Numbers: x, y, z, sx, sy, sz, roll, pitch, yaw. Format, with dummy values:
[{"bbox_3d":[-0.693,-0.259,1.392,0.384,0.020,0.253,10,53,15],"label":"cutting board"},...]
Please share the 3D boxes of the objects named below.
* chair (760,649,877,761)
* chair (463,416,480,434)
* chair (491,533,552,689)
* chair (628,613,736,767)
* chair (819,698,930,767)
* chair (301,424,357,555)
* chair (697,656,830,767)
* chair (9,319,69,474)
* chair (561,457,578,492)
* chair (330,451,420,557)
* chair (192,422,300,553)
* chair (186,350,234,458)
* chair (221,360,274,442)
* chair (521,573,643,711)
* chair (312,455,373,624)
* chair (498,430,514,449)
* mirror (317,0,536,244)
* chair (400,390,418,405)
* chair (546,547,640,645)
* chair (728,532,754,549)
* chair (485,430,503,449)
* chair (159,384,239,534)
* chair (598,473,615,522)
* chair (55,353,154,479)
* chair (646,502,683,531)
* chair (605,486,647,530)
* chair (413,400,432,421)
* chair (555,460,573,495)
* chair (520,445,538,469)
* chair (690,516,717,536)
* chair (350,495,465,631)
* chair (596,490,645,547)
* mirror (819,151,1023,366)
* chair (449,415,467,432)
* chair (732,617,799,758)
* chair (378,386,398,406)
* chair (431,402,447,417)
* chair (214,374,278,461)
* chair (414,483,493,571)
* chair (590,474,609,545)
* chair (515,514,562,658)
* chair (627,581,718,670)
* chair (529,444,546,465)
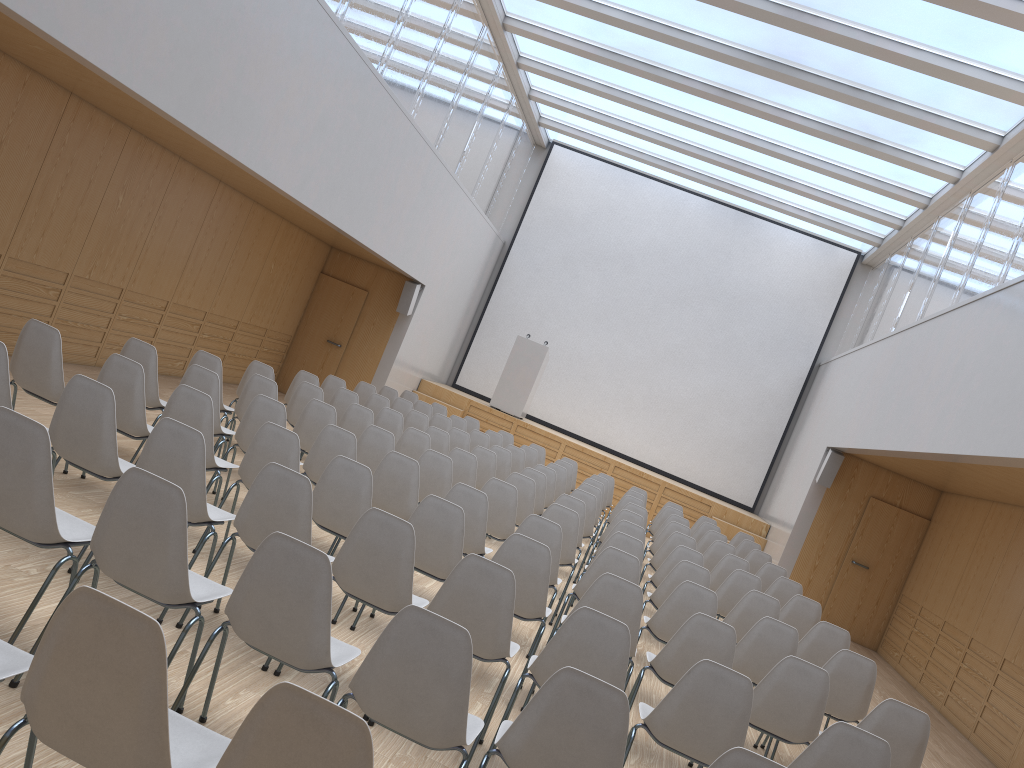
[{"bbox_3d":[2.001,2.075,5.672,0.478,0.876,0.506,23,0,9],"label":"chair"},{"bbox_3d":[-0.697,0.915,13.190,0.478,0.876,0.506,23,0,9],"label":"chair"},{"bbox_3d":[-0.018,1.246,4.974,0.478,0.876,0.506,23,0,9],"label":"chair"},{"bbox_3d":[0.935,1.640,4.850,0.478,0.876,0.506,23,0,9],"label":"chair"},{"bbox_3d":[1.848,2.018,4.657,0.478,0.876,0.506,23,0,9],"label":"chair"},{"bbox_3d":[-1.272,0.720,6.234,0.478,0.876,0.506,23,0,9],"label":"chair"},{"bbox_3d":[1.366,1.818,4.703,0.478,0.876,0.506,23,0,9],"label":"chair"},{"bbox_3d":[-2.873,0.064,5.467,0.478,0.876,0.506,23,0,9],"label":"chair"},{"bbox_3d":[0.713,1.499,12.956,0.478,0.876,0.506,23,0,9],"label":"chair"},{"bbox_3d":[-0.842,0.898,6.185,0.478,0.876,0.506,23,0,9],"label":"chair"},{"bbox_3d":[-1.423,0.664,5.265,0.478,0.876,0.506,23,0,9],"label":"chair"},{"bbox_3d":[-2.582,0.172,7.465,0.478,0.876,0.506,23,0,9],"label":"chair"},{"bbox_3d":[-2.429,0.229,8.471,0.478,0.876,0.506,23,0,9],"label":"chair"},{"bbox_3d":[0.461,1.444,4.907,0.478,0.876,0.506,23,0,9],"label":"chair"},{"bbox_3d":[-0.992,0.843,5.128,0.478,0.876,0.506,23,0,9],"label":"chair"},{"bbox_3d":[-0.200,1.121,13.141,0.478,0.876,0.506,23,0,9],"label":"chair"},{"bbox_3d":[-1.251,-4.342,9.069,0.253,2.090,17.830,23,0,10],"label":"mirror"},{"bbox_3d":[-1.612,0.537,13.396,0.478,0.876,0.506,23,0,9],"label":"chair"},{"bbox_3d":[0.591,1.491,5.917,0.478,0.876,0.506,23,0,9],"label":"chair"},{"bbox_3d":[3.131,2.500,12.541,0.478,0.876,0.506,23,0,9],"label":"chair"},{"bbox_3d":[-0.350,1.065,12.172,0.478,0.876,0.506,23,0,9],"label":"chair"},{"bbox_3d":[-1.939,0.450,5.340,0.478,0.876,0.506,23,0,9],"label":"chair"},{"bbox_3d":[1.229,1.713,12.842,0.478,0.876,0.506,23,0,9],"label":"chair"},{"bbox_3d":[-2.377,0.269,5.447,0.478,0.876,0.506,23,0,9],"label":"chair"},{"bbox_3d":[2.175,2.104,12.713,0.478,0.876,0.506,23,0,9],"label":"chair"},{"bbox_3d":[1.689,1.903,12.819,0.478,0.876,0.506,23,0,9],"label":"chair"},{"bbox_3d":[-1.309,0.668,12.327,0.478,0.876,0.506,23,0,9],"label":"chair"},{"bbox_3d":[0.581,1.450,11.986,0.478,0.876,0.506,23,0,9],"label":"chair"},{"bbox_3d":[0.119,1.259,12.028,0.478,0.876,0.506,23,0,9],"label":"chair"},{"bbox_3d":[2.640,2.296,12.658,0.478,0.876,0.506,23,0,9],"label":"chair"},{"bbox_3d":[-0.482,1.053,5.077,0.478,0.876,0.506,23,0,9],"label":"chair"},{"bbox_3d":[1.506,1.833,11.819,0.478,0.876,0.506,23,0,9],"label":"chair"},{"bbox_3d":[4.938,-1.781,7.953,0.253,2.090,17.830,23,0,10],"label":"mirror"},{"bbox_3d":[-0.835,0.865,12.200,0.478,0.876,0.506,23,0,9],"label":"chair"},{"bbox_3d":[1.528,1.880,5.688,0.478,0.876,0.506,23,0,9],"label":"chair"},{"bbox_3d":[-1.787,0.470,12.441,0.478,0.876,0.506,23,0,9],"label":"chair"},{"bbox_3d":[-1.175,0.718,13.234,0.478,0.876,0.506,23,0,9],"label":"chair"},{"bbox_3d":[-2.112,0.367,7.400,0.478,0.876,0.506,23,0,9],"label":"chair"},{"bbox_3d":[-0.380,1.090,5.990,0.478,0.876,0.506,23,0,9],"label":"chair"},{"bbox_3d":[1.047,1.643,11.930,0.478,0.876,0.506,23,0,9],"label":"chair"},{"bbox_3d":[0.096,1.287,5.946,0.478,0.876,0.506,23,0,9],"label":"chair"},{"bbox_3d":[1.062,1.686,5.813,0.478,0.876,0.506,23,0,9],"label":"chair"},{"bbox_3d":[0.260,1.311,13.087,0.478,0.876,0.506,23,0,9],"label":"chair"}]
